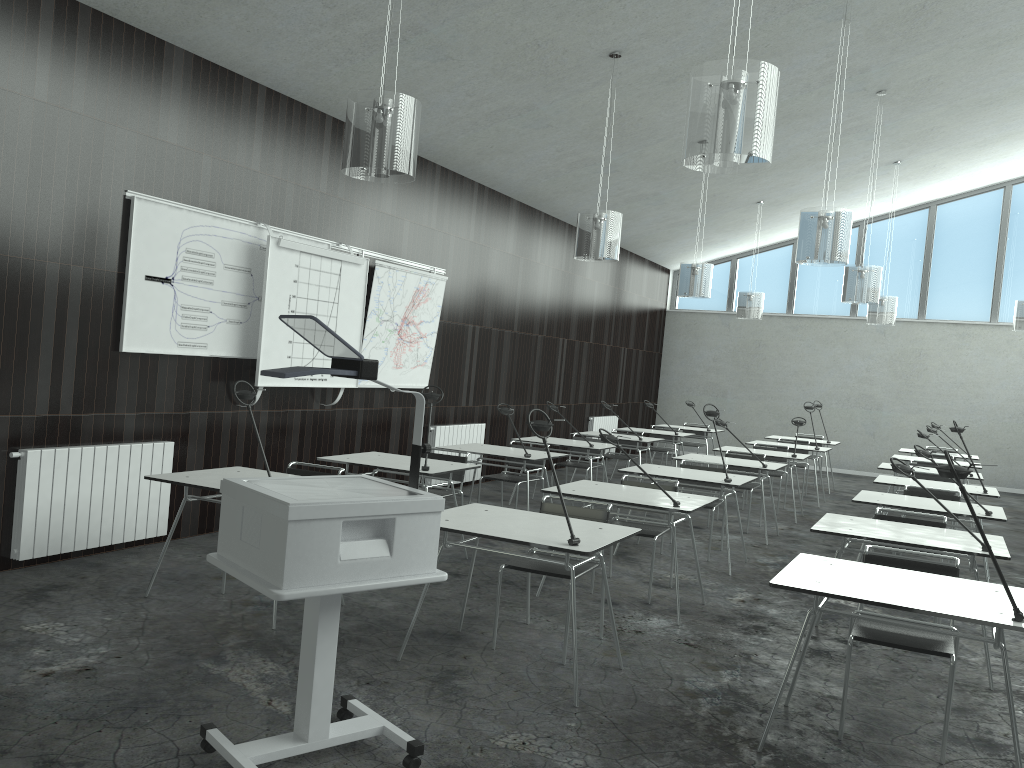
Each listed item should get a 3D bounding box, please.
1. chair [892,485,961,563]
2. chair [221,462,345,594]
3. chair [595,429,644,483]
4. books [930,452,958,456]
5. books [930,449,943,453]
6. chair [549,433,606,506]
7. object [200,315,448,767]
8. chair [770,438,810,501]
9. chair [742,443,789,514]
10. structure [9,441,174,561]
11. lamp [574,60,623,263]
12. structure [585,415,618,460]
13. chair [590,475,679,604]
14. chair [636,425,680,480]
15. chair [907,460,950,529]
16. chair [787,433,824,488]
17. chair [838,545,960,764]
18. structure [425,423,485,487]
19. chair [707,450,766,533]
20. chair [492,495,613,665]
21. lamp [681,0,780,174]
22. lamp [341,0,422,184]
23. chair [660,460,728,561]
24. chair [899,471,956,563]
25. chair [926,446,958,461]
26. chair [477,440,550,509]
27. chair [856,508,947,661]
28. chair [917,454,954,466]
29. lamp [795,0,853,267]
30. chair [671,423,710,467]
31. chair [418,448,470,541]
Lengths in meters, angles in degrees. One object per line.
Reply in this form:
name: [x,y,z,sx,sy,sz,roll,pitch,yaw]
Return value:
chair: [2.949,1.229,6.318,0.428,0.765,0.555,6,2,28]
chair: [-1.277,0.911,5.014,0.428,0.765,0.555,5,2,24]
chair: [1.244,0.987,10.236,0.428,0.765,0.555,5,2,23]
books: [5.341,0.962,11.032,0.297,0.021,0.210,4,1,-11]
books: [5.301,0.933,11.014,0.183,0.032,0.164,5,2,19]
chair: [0.692,0.971,9.063,0.428,0.765,0.555,5,2,25]
object: [-0.585,0.584,2.966,0.680,1.639,0.559,4,2,-40]
chair: [3.409,1.151,10.866,0.428,0.765,0.555,5,2,20]
chair: [2.758,1.128,9.636,0.428,0.765,0.555,5,2,22]
structure: [-2.538,0.758,5.404,0.079,0.688,1.129,5,2,26]
lamp: [0.731,-1.961,6.933,0.350,1.761,0.359,5,2,26]
structure: [1.344,0.880,13.265,0.079,0.688,1.129,5,2,26]
chair: [0.790,1.067,5.626,0.428,0.765,0.555,5,2,23]
chair: [1.918,1.008,11.588,0.428,0.765,0.555,5,2,25]
chair: [4.149,1.263,8.880,0.428,0.765,0.555,5,2,26]
chair: [4.053,1.169,12.262,0.428,0.765,0.555,5,2,25]
chair: [1.595,1.185,3.631,0.428,0.765,0.555,5,2,25]
structure: [-0.597,0.819,9.335,0.079,0.688,1.129,5,2,26]
chair: [2.120,1.108,8.345,0.428,0.765,0.555,5,2,26]
chair: [0.215,1.050,4.422,0.428,0.765,0.555,5,2,24]
lamp: [0.955,-2.130,3.533,0.350,2.307,0.359,5,2,26]
lamp: [-0.575,-2.003,4.286,0.350,1.761,0.359,5,2,26]
chair: [1.444,1.086,6.993,0.428,0.765,0.555,5,2,22]
chair: [3.567,1.248,7.589,0.428,0.765,0.555,5,2,26]
chair: [5.526,1.310,11.540,0.428,0.765,0.555,6,2,33]
chair: [0.017,0.951,7.627,0.428,0.765,0.555,6,2,29]
chair: [2.165,1.200,4.914,0.428,0.765,0.555,5,2,26]
chair: [4.810,1.286,10.144,0.428,0.765,0.555,5,2,27]
lamp: [2.262,-2.089,6.180,0.350,2.307,0.359,5,2,26]
chair: [2.588,1.031,12.860,0.428,0.765,0.555,5,2,26]
chair: [-0.615,0.929,6.455,0.428,0.765,0.555,5,2,25]
